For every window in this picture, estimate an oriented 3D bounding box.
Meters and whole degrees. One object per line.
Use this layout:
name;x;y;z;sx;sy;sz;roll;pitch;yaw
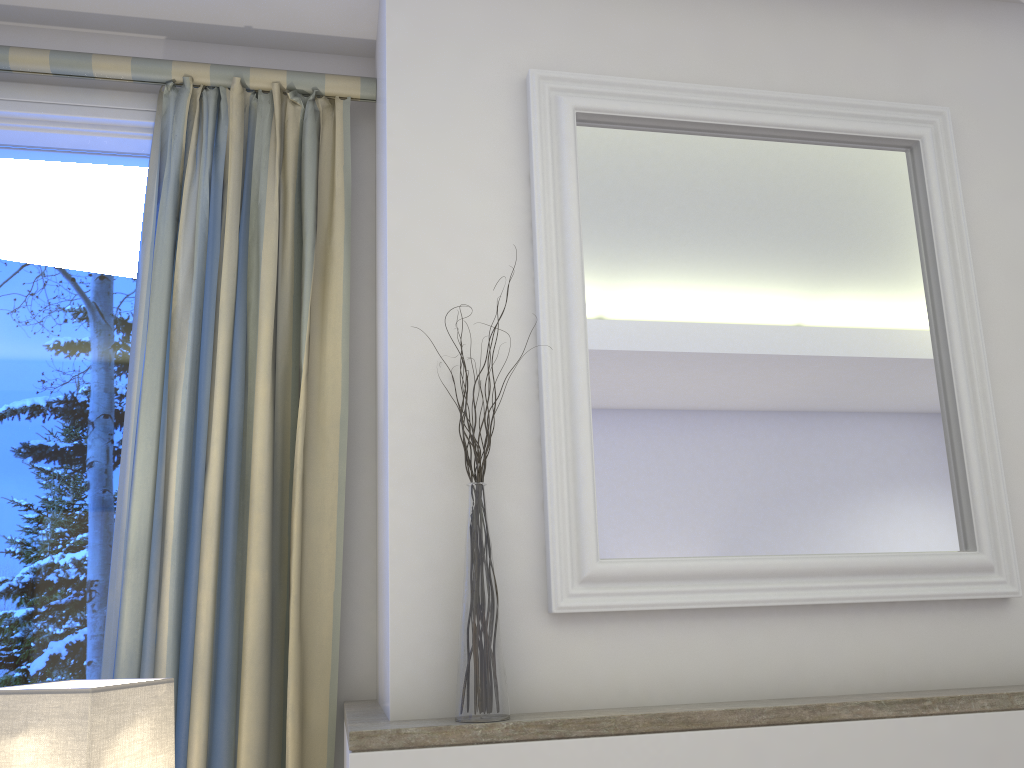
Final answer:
window;-1.244;0.393;1.614;1.513;2.005;0.208;1;-12;-12

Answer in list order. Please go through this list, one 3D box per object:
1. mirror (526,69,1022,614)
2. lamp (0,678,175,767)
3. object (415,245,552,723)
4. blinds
mirror;0.456;-0.091;1.554;0.840;0.930;0.039;1;-12;-12
lamp;-1.249;1.041;1.163;1.529;1.193;0.279;-2;-12;1
object;-0.033;0.143;1.323;0.193;0.685;0.191;-5;-13;16
blinds;-0.532;0.511;1.508;0.660;2.342;0.230;0;-12;-7
